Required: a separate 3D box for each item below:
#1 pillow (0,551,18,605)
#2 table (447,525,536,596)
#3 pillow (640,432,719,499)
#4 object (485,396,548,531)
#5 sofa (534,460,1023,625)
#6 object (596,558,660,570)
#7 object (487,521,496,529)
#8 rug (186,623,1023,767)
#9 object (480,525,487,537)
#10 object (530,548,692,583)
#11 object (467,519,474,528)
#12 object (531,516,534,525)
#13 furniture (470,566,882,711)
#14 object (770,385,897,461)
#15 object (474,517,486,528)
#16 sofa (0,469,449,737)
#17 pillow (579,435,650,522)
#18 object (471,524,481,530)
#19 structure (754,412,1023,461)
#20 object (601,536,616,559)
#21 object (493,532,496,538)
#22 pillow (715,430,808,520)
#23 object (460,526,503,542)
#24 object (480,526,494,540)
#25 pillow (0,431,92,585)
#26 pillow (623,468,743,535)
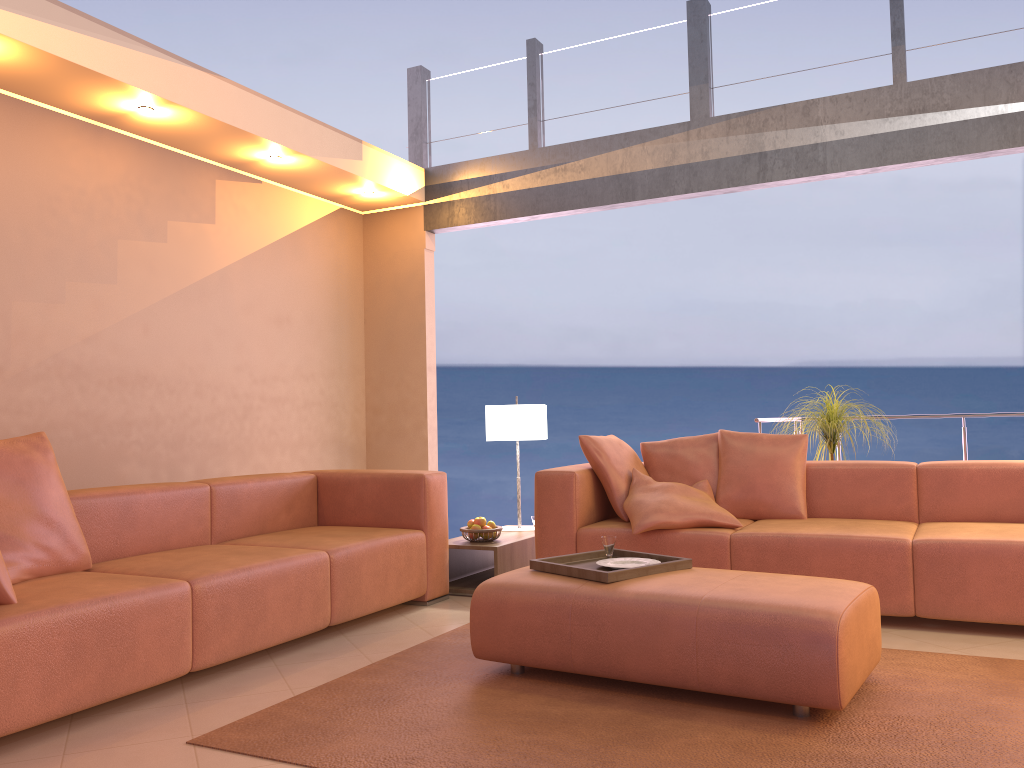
[{"bbox_3d":[-1.786,0.454,2.689,0.554,0.486,0.335,-2,-3,23],"label":"pillow"},{"bbox_3d":[-0.049,0.996,5.058,0.412,0.268,0.918,-3,-3,27],"label":"table"},{"bbox_3d":[0.936,0.481,4.755,0.492,0.446,0.255,-2,-3,10],"label":"pillow"},{"bbox_3d":[0.037,0.473,5.360,0.344,0.799,0.344,-2,-3,5],"label":"object"},{"bbox_3d":[1.535,0.720,4.268,2.781,0.672,0.943,-3,-3,27],"label":"sofa"},{"bbox_3d":[0.433,0.673,3.299,0.240,0.018,0.240,-1,-3,-9],"label":"object"},{"bbox_3d":[-0.113,0.771,4.829,0.051,0.053,0.045,1,-4,-40],"label":"object"},{"bbox_3d":[0.650,1.003,2.769,2.626,0.005,1.833,-3,-3,27],"label":"rug"},{"bbox_3d":[-0.158,0.806,4.859,0.077,0.065,0.076,-3,-3,38],"label":"object"},{"bbox_3d":[0.366,0.671,3.306,0.436,0.034,0.421,1,-3,-38],"label":"object"},{"bbox_3d":[-0.220,0.764,4.843,0.047,0.046,0.054,-2,-3,13],"label":"object"},{"bbox_3d":[0.143,0.816,5.154,0.061,0.091,0.061,0,-3,-23],"label":"object"},{"bbox_3d":[0.560,0.824,3.123,1.291,0.301,0.685,-3,-3,32],"label":"furniture"},{"bbox_3d":[1.899,0.550,5.261,0.703,1.088,0.729,-1,-3,-5],"label":"object"},{"bbox_3d":[-0.174,0.754,4.817,0.069,0.061,0.068,-1,-3,-12],"label":"object"},{"bbox_3d":[-1.348,0.755,3.629,0.943,0.672,2.781,-3,-3,27],"label":"sofa"},{"bbox_3d":[0.585,0.494,4.722,0.314,0.455,0.519,-2,-3,23],"label":"pillow"},{"bbox_3d":[-0.192,0.779,4.772,0.055,0.047,0.045,-1,-3,4],"label":"object"},{"bbox_3d":[3.658,0.417,5.155,4.176,0.541,1.663,-3,-3,27],"label":"structure"},{"bbox_3d":[0.382,0.647,3.488,0.061,0.091,0.061,-2,-3,11],"label":"object"},{"bbox_3d":[-0.102,0.819,4.834,0.046,0.046,0.055,-2,-3,5],"label":"object"},{"bbox_3d":[1.283,0.466,4.575,0.470,0.468,0.211,-2,-3,22],"label":"pillow"},{"bbox_3d":[-0.167,0.818,4.833,0.235,0.071,0.235,-2,-3,19],"label":"object"},{"bbox_3d":[-0.137,0.802,4.787,0.074,0.076,0.072,-3,-3,37],"label":"object"},{"bbox_3d":[-1.781,0.433,3.119,0.302,0.528,0.582,-2,-3,10],"label":"pillow"},{"bbox_3d":[0.802,0.565,4.384,0.517,0.292,0.514,-1,-3,-4],"label":"pillow"}]
